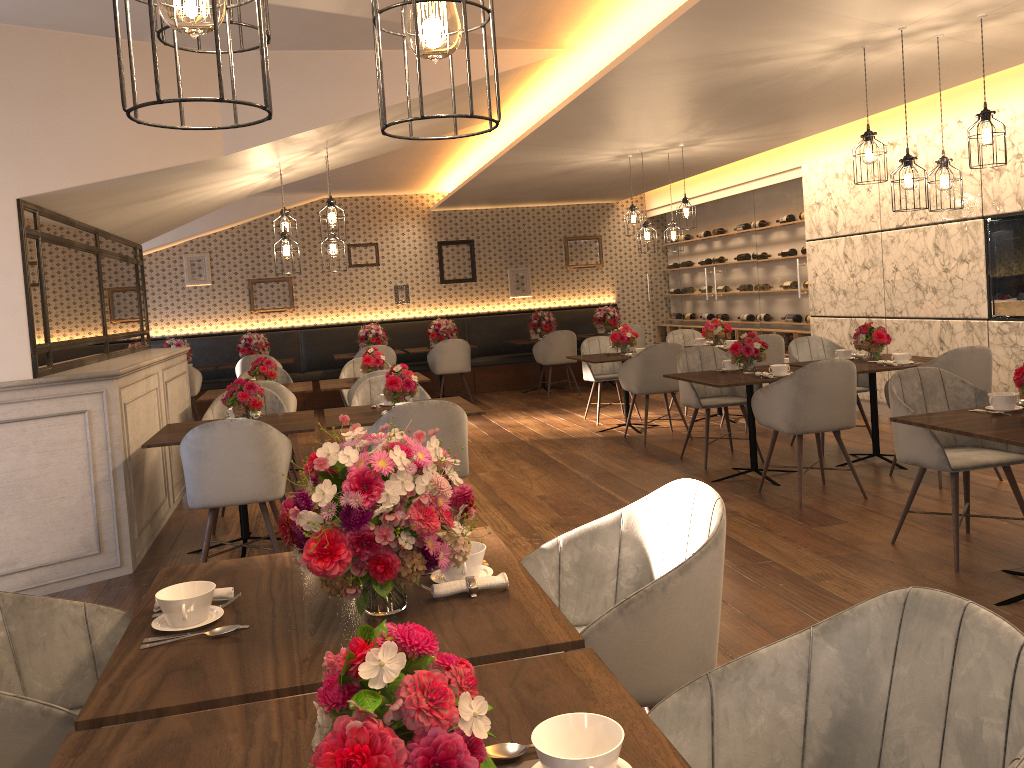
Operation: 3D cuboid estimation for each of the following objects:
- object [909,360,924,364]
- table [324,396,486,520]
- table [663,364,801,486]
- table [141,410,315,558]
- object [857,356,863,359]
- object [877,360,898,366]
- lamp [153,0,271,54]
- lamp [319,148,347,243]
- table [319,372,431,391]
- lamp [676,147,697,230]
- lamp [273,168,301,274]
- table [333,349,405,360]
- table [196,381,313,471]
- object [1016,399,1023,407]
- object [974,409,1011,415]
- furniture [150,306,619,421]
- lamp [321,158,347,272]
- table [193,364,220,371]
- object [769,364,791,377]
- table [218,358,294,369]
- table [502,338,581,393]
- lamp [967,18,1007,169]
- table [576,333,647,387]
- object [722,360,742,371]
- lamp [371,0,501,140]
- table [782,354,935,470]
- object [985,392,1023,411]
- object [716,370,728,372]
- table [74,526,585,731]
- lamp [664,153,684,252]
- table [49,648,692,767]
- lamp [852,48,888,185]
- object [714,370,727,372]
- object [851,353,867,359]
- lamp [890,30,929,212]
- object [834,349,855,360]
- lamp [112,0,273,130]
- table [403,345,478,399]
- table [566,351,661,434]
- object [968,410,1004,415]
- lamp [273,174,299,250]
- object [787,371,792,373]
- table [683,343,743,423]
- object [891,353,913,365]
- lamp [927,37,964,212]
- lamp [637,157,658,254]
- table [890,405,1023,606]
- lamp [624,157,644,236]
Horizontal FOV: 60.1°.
[{"bbox_3d":[2.764,-0.154,6.077,0.043,0.015,0.198,-6,6,-16],"label":"object"},{"bbox_3d":[-0.664,0.519,5.436,0.897,0.719,0.899,-5,5,-13],"label":"table"},{"bbox_3d":[1.659,0.288,6.118,0.897,0.719,0.899,-5,5,-13],"label":"table"},{"bbox_3d":[-1.596,0.605,5.224,0.897,0.719,0.899,-5,5,-13],"label":"table"},{"bbox_3d":[2.565,-0.201,6.626,0.025,0.024,0.193,-5,6,-13],"label":"object"},{"bbox_3d":[2.546,-0.144,6.007,0.056,0.039,0.176,-5,6,-13],"label":"object"},{"bbox_3d":[-0.553,-1.587,1.389,0.175,2.065,0.175,-4,3,-11],"label":"lamp"},{"bbox_3d":[-1.298,-2.012,6.060,0.175,2.065,0.175,-4,3,-11],"label":"lamp"},{"bbox_3d":[-1.186,0.324,7.701,0.897,0.719,0.899,-5,5,-13],"label":"table"},{"bbox_3d":[1.581,-2.491,8.308,0.175,2.065,0.175,-4,3,-11],"label":"lamp"},{"bbox_3d":[-1.646,-1.807,6.193,0.175,2.065,0.175,-4,3,-11],"label":"lamp"},{"bbox_3d":[-1.889,-0.045,11.795,0.897,0.719,0.899,-5,5,-13],"label":"table"},{"bbox_3d":[-2.119,0.411,7.487,0.897,0.719,0.899,-5,5,-13],"label":"table"},{"bbox_3d":[2.282,0.086,3.932,0.056,0.039,0.176,-5,6,-13],"label":"object"},{"bbox_3d":[2.102,0.123,3.864,0.022,0.004,0.211,-5,6,-13],"label":"object"},{"bbox_3d":[-1.750,-0.305,12.475,7.095,1.079,0.542,-5,3,-13],"label":"furniture"},{"bbox_3d":[-1.359,-1.847,6.388,0.175,2.065,0.175,-4,3,-11],"label":"lamp"},{"bbox_3d":[-4.198,0.169,11.267,0.897,0.719,0.899,-5,5,-13],"label":"table"},{"bbox_3d":[1.763,-0.088,5.827,0.149,0.072,0.148,-8,6,-35],"label":"object"},{"bbox_3d":[-3.266,0.083,11.480,0.897,0.719,0.899,-5,5,-13],"label":"table"},{"bbox_3d":[0.420,-0.259,12.322,0.897,0.719,0.899,-5,5,-13],"label":"table"},{"bbox_3d":[2.434,-2.174,4.614,0.175,2.065,0.175,-4,3,-11],"label":"lamp"},{"bbox_3d":[1.352,-0.345,12.536,0.897,0.719,0.899,-5,5,-13],"label":"table"},{"bbox_3d":[1.591,-0.136,6.412,0.149,0.072,0.148,-8,6,-35],"label":"object"},{"bbox_3d":[-0.178,-1.407,1.273,0.175,2.065,0.175,-4,3,-11],"label":"lamp"},{"bbox_3d":[2.591,0.202,6.332,0.897,0.719,0.899,-5,5,-13],"label":"table"},{"bbox_3d":[2.170,0.080,3.905,0.148,0.072,0.149,-1,6,30],"label":"object"},{"bbox_3d":[1.524,-0.092,6.371,0.022,0.004,0.211,-5,6,-13],"label":"object"},{"bbox_3d":[-0.373,0.846,2.034,0.897,0.719,0.899,-5,5,-13],"label":"table"},{"bbox_3d":[1.521,-2.326,8.637,0.175,2.065,0.175,-4,3,-11],"label":"lamp"},{"bbox_3d":[-0.162,0.924,1.119,0.897,0.719,0.899,-5,5,-13],"label":"table"},{"bbox_3d":[1.999,-2.189,5.059,0.175,2.065,0.175,-4,3,-11],"label":"lamp"},{"bbox_3d":[1.488,-0.095,6.369,0.043,0.015,0.198,-6,6,-16],"label":"object"},{"bbox_3d":[2.596,-0.212,6.643,0.056,0.039,0.176,-5,6,-13],"label":"object"},{"bbox_3d":[2.086,-1.969,4.747,0.175,2.065,0.175,-4,3,-11],"label":"lamp"},{"bbox_3d":[2.484,-0.219,6.616,0.149,0.072,0.148,-8,6,-35],"label":"object"},{"bbox_3d":[-0.466,-1.367,1.077,0.175,2.065,0.175,-4,3,-11],"label":"lamp"},{"bbox_3d":[-0.957,-0.131,12.008,0.897,0.719,0.899,-5,5,-13],"label":"table"},{"bbox_3d":[1.101,0.080,8.532,0.897,0.719,0.899,-5,5,-13],"label":"table"},{"bbox_3d":[2.066,0.120,3.862,0.043,0.015,0.198,-6,6,-16],"label":"object"},{"bbox_3d":[-1.734,-2.027,6.504,0.175,2.065,0.175,-4,3,-11],"label":"lamp"},{"bbox_3d":[1.870,-0.071,5.873,0.043,0.015,0.198,-6,6,-16],"label":"object"},{"bbox_3d":[2.034,-0.006,8.745,0.897,0.719,0.899,-5,5,-13],"label":"table"},{"bbox_3d":[2.656,-0.171,6.032,0.149,0.072,0.148,-8,6,-35],"label":"object"},{"bbox_3d":[2.374,-2.009,4.943,0.175,2.065,0.175,-4,3,-11],"label":"lamp"},{"bbox_3d":[1.233,-2.286,8.442,0.175,2.065,0.175,-4,3,-11],"label":"lamp"},{"bbox_3d":[2.238,0.504,3.607,0.897,0.719,0.899,-5,5,-13],"label":"table"},{"bbox_3d":[1.146,-2.506,8.753,0.175,2.065,0.175,-4,3,-11],"label":"lamp"}]
